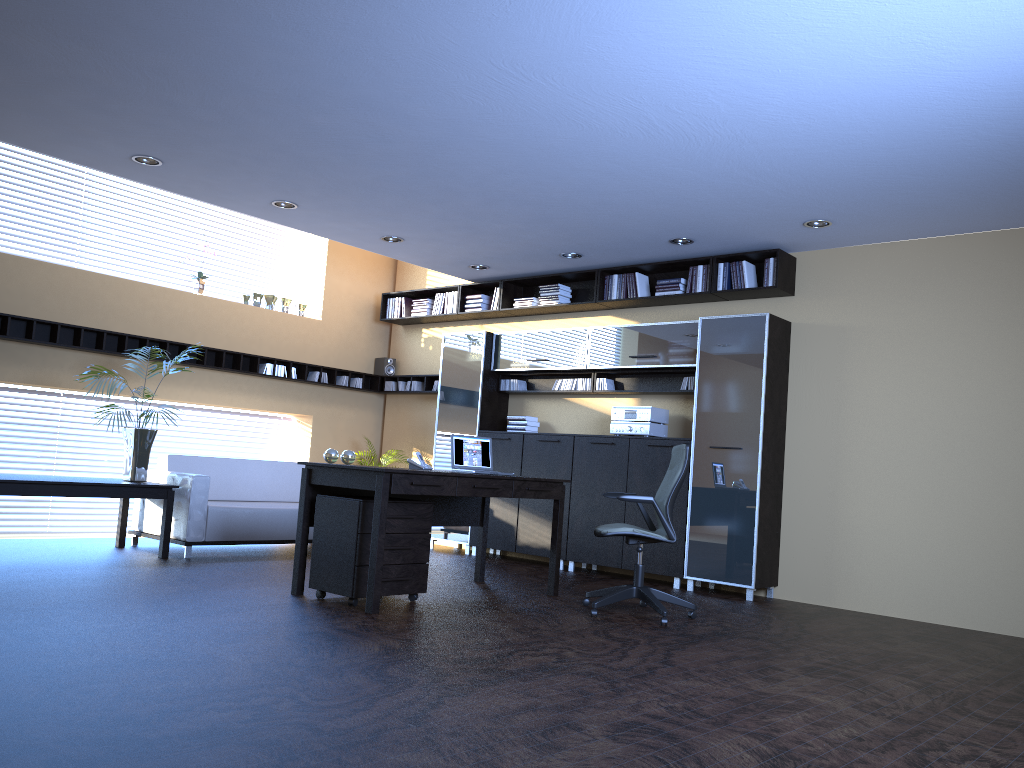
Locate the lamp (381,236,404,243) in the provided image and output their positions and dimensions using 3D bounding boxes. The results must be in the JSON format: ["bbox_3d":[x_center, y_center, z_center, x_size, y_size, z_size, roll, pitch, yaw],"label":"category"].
[{"bbox_3d":[-1.127,-1.411,8.384,0.209,0.096,0.208,2,-6,23],"label":"lamp"}]

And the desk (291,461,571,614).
[{"bbox_3d":[-0.528,1.077,6.407,0.914,0.889,1.899,0,-7,41],"label":"desk"}]

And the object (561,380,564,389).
[{"bbox_3d":[0.565,0.015,9.182,0.036,0.115,0.140,1,-6,41],"label":"object"}]

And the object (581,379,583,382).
[{"bbox_3d":[0.750,0.012,9.017,0.009,0.120,0.142,1,-6,41],"label":"object"}]

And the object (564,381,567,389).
[{"bbox_3d":[0.596,0.015,9.156,0.036,0.115,0.140,1,-6,41],"label":"object"}]

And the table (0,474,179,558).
[{"bbox_3d":[-3.754,1.040,6.964,0.897,0.602,1.899,0,-7,41],"label":"table"}]

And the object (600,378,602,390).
[{"bbox_3d":[0.925,0.011,8.868,0.009,0.120,0.142,1,-6,41],"label":"object"}]

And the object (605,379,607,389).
[{"bbox_3d":[0.976,0.012,8.824,0.036,0.115,0.140,1,-6,41],"label":"object"}]

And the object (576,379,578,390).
[{"bbox_3d":[0.705,0.013,9.057,0.009,0.120,0.142,1,-6,41],"label":"object"}]

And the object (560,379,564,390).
[{"bbox_3d":[0.555,0.014,9.186,0.040,0.118,0.142,1,-6,41],"label":"object"}]

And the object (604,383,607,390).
[{"bbox_3d":[0.966,0.011,8.836,0.030,0.120,0.142,1,-6,41],"label":"object"}]

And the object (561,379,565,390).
[{"bbox_3d":[0.571,0.014,9.173,0.036,0.115,0.140,1,-6,41],"label":"object"}]

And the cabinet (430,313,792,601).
[{"bbox_3d":[0.742,0.635,8.781,3.876,2.394,0.491,0,-6,41],"label":"cabinet"}]

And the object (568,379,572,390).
[{"bbox_3d":[0.638,0.013,9.112,0.036,0.115,0.140,1,-6,41],"label":"object"}]

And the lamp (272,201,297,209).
[{"bbox_3d":[-1.913,-1.554,7.477,0.209,0.096,0.208,3,-5,11],"label":"lamp"}]

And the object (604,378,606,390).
[{"bbox_3d":[0.965,0.011,8.834,0.026,0.117,0.140,1,-6,41],"label":"object"}]

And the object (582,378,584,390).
[{"bbox_3d":[0.763,0.012,9.002,0.009,0.120,0.142,1,-6,41],"label":"object"}]

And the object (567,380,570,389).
[{"bbox_3d":[0.624,0.014,9.127,0.036,0.115,0.140,1,-6,41],"label":"object"}]

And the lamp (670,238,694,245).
[{"bbox_3d":[1.481,-1.285,7.711,0.209,0.096,0.208,1,-6,35],"label":"lamp"}]

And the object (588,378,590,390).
[{"bbox_3d":[0.818,0.012,8.957,0.009,0.120,0.142,1,-6,41],"label":"object"}]

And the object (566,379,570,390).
[{"bbox_3d":[0.615,0.014,9.132,0.036,0.115,0.140,1,-6,41],"label":"object"}]

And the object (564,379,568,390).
[{"bbox_3d":[0.602,0.014,9.148,0.040,0.118,0.142,1,-6,41],"label":"object"}]

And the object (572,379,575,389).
[{"bbox_3d":[0.671,0.014,9.090,0.040,0.118,0.142,1,-6,41],"label":"object"}]

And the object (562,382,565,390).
[{"bbox_3d":[0.580,0.015,9.168,0.036,0.115,0.140,1,-6,41],"label":"object"}]

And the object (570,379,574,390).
[{"bbox_3d":[0.654,0.013,9.100,0.040,0.118,0.142,1,-6,41],"label":"object"}]

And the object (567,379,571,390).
[{"bbox_3d":[0.629,0.013,9.118,0.040,0.118,0.142,1,-6,41],"label":"object"}]

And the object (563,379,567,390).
[{"bbox_3d":[0.584,0.014,9.159,0.040,0.118,0.142,1,-6,41],"label":"object"}]

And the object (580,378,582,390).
[{"bbox_3d":[0.740,0.012,9.021,0.009,0.120,0.142,1,-6,41],"label":"object"}]

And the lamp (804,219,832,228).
[{"bbox_3d":[2.391,-1.294,6.921,0.208,0.096,0.209,7,-6,-31],"label":"lamp"}]

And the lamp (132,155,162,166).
[{"bbox_3d":[-2.699,-1.698,6.569,0.209,0.096,0.208,3,-5,11],"label":"lamp"}]

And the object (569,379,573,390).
[{"bbox_3d":[0.651,0.014,9.112,0.040,0.118,0.142,1,-6,41],"label":"object"}]

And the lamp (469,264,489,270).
[{"bbox_3d":[-0.341,-1.267,9.292,0.208,0.096,0.209,7,-6,-31],"label":"lamp"}]

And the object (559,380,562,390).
[{"bbox_3d":[0.547,0.014,9.193,0.040,0.118,0.142,1,-6,41],"label":"object"}]

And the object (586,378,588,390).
[{"bbox_3d":[0.799,0.013,8.982,0.009,0.120,0.142,1,-6,41],"label":"object"}]

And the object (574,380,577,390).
[{"bbox_3d":[0.685,0.013,9.075,0.040,0.118,0.142,1,-6,41],"label":"object"}]

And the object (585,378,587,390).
[{"bbox_3d":[0.788,0.012,8.984,0.009,0.120,0.142,1,-6,41],"label":"object"}]

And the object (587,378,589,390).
[{"bbox_3d":[0.810,0.012,8.964,0.009,0.120,0.142,1,-6,41],"label":"object"}]

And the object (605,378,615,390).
[{"bbox_3d":[0.977,0.012,8.826,0.040,0.118,0.142,1,-6,41],"label":"object"}]

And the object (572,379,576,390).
[{"bbox_3d":[0.676,0.013,9.080,0.036,0.115,0.140,1,-6,41],"label":"object"}]

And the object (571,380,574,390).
[{"bbox_3d":[0.664,0.014,9.097,0.040,0.118,0.142,1,-6,41],"label":"object"}]

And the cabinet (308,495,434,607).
[{"bbox_3d":[-0.932,1.110,5.963,0.500,0.678,0.636,0,-6,41],"label":"cabinet"}]

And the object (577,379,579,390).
[{"bbox_3d":[0.711,0.013,9.049,0.009,0.120,0.142,1,-6,41],"label":"object"}]

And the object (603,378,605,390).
[{"bbox_3d":[0.956,0.011,8.840,0.030,0.120,0.142,1,-6,41],"label":"object"}]

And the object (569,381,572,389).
[{"bbox_3d":[0.641,0.014,9.116,0.040,0.118,0.142,1,-6,41],"label":"object"}]

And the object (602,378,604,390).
[{"bbox_3d":[0.948,0.011,8.846,0.030,0.120,0.142,1,-6,41],"label":"object"}]

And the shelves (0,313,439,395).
[{"bbox_3d":[-3.337,-0.371,8.370,1.249,0.213,6.636,-1,-7,41],"label":"shelves"}]

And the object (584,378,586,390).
[{"bbox_3d":[0.780,0.012,8.989,0.009,0.120,0.142,1,-6,41],"label":"object"}]

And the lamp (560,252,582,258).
[{"bbox_3d":[0.570,-1.276,8.502,0.209,0.096,0.208,1,-6,35],"label":"lamp"}]

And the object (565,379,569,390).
[{"bbox_3d":[0.611,0.014,9.144,0.040,0.118,0.142,1,-6,41],"label":"object"}]
